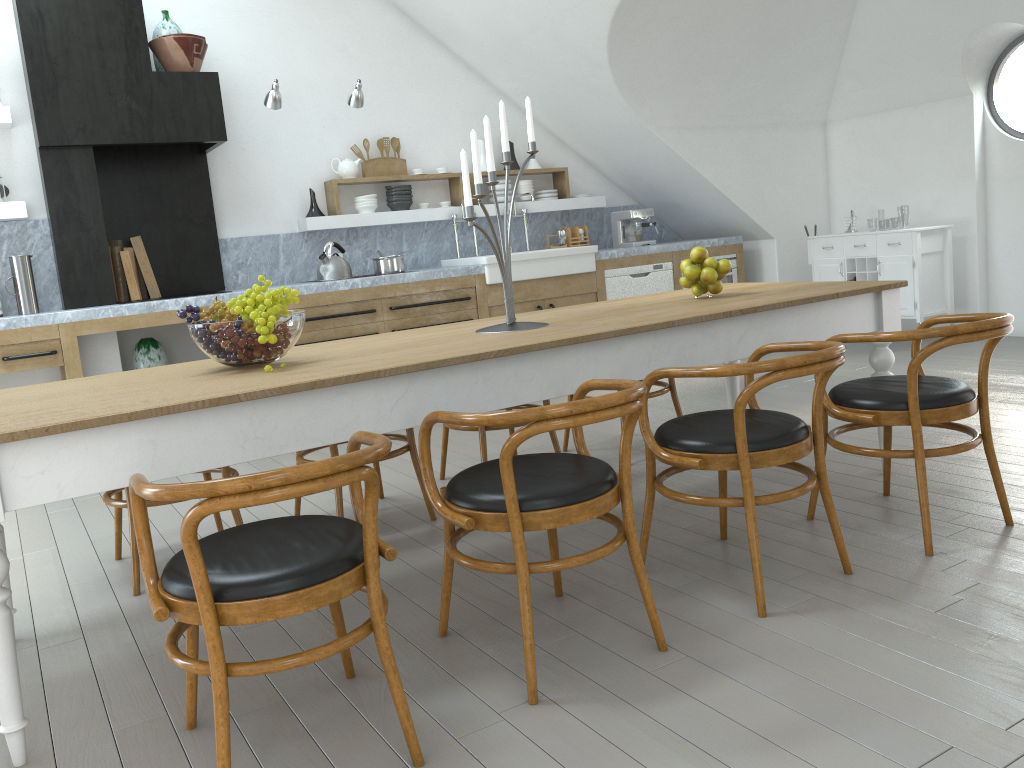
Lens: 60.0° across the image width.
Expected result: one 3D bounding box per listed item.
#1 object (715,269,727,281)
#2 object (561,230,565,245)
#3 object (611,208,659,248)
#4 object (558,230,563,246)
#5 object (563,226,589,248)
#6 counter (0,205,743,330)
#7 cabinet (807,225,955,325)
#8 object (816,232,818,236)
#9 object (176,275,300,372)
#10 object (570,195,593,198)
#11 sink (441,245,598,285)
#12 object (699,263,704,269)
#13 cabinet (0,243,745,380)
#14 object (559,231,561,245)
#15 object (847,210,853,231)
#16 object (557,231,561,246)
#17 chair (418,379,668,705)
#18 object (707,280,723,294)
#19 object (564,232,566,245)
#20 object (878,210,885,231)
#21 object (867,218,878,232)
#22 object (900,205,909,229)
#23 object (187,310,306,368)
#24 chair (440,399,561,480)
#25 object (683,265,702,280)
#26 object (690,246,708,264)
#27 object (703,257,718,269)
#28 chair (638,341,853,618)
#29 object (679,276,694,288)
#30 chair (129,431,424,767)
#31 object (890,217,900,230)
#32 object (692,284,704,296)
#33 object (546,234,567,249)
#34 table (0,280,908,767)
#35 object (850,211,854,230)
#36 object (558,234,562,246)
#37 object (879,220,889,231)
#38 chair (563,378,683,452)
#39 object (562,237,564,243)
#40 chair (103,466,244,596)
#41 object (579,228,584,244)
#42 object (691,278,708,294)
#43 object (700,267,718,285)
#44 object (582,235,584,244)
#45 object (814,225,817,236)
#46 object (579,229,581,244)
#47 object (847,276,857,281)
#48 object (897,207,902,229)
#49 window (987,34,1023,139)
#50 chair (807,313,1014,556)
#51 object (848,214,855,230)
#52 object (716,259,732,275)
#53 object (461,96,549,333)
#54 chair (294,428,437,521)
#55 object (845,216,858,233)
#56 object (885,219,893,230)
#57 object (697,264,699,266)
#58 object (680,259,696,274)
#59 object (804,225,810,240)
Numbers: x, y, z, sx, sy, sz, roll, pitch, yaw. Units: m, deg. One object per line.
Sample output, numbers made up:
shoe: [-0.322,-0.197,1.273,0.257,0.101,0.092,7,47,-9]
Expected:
object: [0.850,-0.462,3.668,0.076,0.076,0.077,-2,9,26]
object: [0.447,-1.229,7.634,0.040,0.191,0.042,-5,8,6]
object: [1.112,-1.360,7.725,0.325,0.319,0.387,-10,10,-30]
object: [0.422,-1.233,7.676,0.040,0.191,0.042,-5,8,7]
object: [0.563,-1.270,7.772,0.200,0.222,0.104,-10,9,-30]
counter: [-0.950,-1.054,6.503,6.590,0.617,0.963,-11,10,-30]
cabinet: [2.957,-0.844,7.203,0.498,0.786,1.136,-10,10,-30]
object: [2.608,-1.166,7.565,0.038,0.261,0.038,-5,7,2]
object: [-0.830,-0.192,2.760,0.393,0.283,0.293,-2,9,24]
object: [0.608,-1.642,7.812,0.214,0.025,0.213,-14,12,-42]
sink: [0.062,-0.924,6.922,1.023,0.201,0.728,-11,10,-30]
object: [0.802,-0.489,3.669,0.053,0.050,0.053,-1,10,31]
cabinet: [-0.921,-0.234,6.553,6.443,1.018,1.005,-11,10,-30]
object: [0.419,-1.227,7.661,0.018,0.195,0.020,-8,8,-20]
object: [2.863,-1.382,7.503,0.054,0.174,0.039,-10,9,-30]
object: [0.414,-1.225,7.651,0.022,0.195,0.019,-12,10,-42]
chair: [0.089,0.364,2.364,0.528,0.732,0.622,-10,9,-30]
object: [0.831,-0.399,3.630,0.064,0.063,0.063,-8,9,-19]
object: [0.455,-1.219,7.648,0.044,0.178,0.020,2,10,44]
object: [2.943,-1.303,7.061,0.048,0.169,0.048,-13,10,-42]
object: [2.867,-1.261,7.049,0.082,0.105,0.082,-8,8,-17]
object: [3.067,-1.300,6.915,0.063,0.186,0.063,2,11,45]
object: [-0.825,-0.134,2.797,0.360,0.159,0.361,2,11,40]
chair: [-0.102,0.091,4.180,0.528,0.732,0.622,-10,9,-27]
object: [0.733,-0.454,3.595,0.072,0.063,0.071,-12,10,-36]
object: [0.768,-0.529,3.637,0.072,0.074,0.072,-10,9,-30]
object: [0.806,-0.487,3.601,0.053,0.057,0.058,-8,9,-15]
chair: [0.718,0.245,2.715,0.529,0.732,0.622,-11,10,-35]
object: [0.720,-0.423,3.652,0.059,0.055,0.060,-12,10,-35]
chair: [-0.511,0.487,1.966,0.528,0.732,0.622,-10,9,-27]
object: [3.007,-1.256,6.954,0.071,0.098,0.071,-7,8,-7]
object: [0.762,-0.384,3.630,0.051,0.050,0.050,-10,9,-26]
object: [0.381,-1.208,7.655,0.173,0.171,0.100,-10,9,-28]
table: [-0.059,0.207,3.211,3.356,0.796,1.020,-11,10,-30]
object: [2.867,-1.375,7.468,0.024,0.163,0.039,-8,8,-17]
object: [0.420,-1.213,7.633,0.019,0.178,0.044,-2,8,25]
object: [2.939,-1.250,7.002,0.077,0.085,0.077,-13,11,-42]
chair: [0.520,-0.027,4.533,0.528,0.732,0.622,-11,10,-33]
object: [0.437,-1.227,7.650,0.018,0.195,0.023,-11,9,-35]
chair: [-1.341,0.330,3.453,0.528,0.732,0.622,-10,9,-30]
object: [0.613,-1.265,7.757,0.040,0.191,0.042,-3,8,20]
object: [0.787,-0.411,3.689,0.080,0.073,0.079,-3,9,15]
object: [0.794,-0.437,3.578,0.071,0.072,0.071,-2,9,24]
object: [0.620,-1.265,7.772,0.018,0.195,0.020,-7,8,-8]
object: [2.581,-1.221,7.536,0.029,0.267,0.088,-6,8,-3]
object: [0.604,-1.265,7.786,0.018,0.195,0.023,-9,8,-22]
object: [2.839,-0.843,7.216,0.318,0.084,0.082,-11,10,-29]
object: [3.065,-1.306,6.979,0.054,0.178,0.054,0,9,37]
window: [3.897,-2.202,6.510,0.060,0.896,0.901,-10,9,-30]
chair: [1.369,0.132,3.017,0.528,0.732,0.622,-10,9,-27]
object: [2.873,-1.366,7.497,0.029,0.136,0.097,-9,9,-27]
object: [0.863,-0.477,3.610,0.063,0.063,0.062,-2,9,22]
object: [-0.003,-0.642,3.196,0.265,0.872,0.778,-1,10,33]
chair: [-0.692,0.216,3.764,0.528,0.732,0.622,-11,10,-33]
object: [2.867,-1.345,7.496,0.067,0.137,0.101,-10,9,-30]
object: [3.019,-1.269,7.044,0.094,0.093,0.094,-13,11,-42]
object: [0.792,-0.512,3.718,0.062,0.059,0.062,-10,9,-29]
object: [0.729,-0.482,3.665,0.066,0.071,0.073,-1,9,29]
object: [2.553,-1.226,7.582,0.088,0.267,0.029,-1,9,33]
